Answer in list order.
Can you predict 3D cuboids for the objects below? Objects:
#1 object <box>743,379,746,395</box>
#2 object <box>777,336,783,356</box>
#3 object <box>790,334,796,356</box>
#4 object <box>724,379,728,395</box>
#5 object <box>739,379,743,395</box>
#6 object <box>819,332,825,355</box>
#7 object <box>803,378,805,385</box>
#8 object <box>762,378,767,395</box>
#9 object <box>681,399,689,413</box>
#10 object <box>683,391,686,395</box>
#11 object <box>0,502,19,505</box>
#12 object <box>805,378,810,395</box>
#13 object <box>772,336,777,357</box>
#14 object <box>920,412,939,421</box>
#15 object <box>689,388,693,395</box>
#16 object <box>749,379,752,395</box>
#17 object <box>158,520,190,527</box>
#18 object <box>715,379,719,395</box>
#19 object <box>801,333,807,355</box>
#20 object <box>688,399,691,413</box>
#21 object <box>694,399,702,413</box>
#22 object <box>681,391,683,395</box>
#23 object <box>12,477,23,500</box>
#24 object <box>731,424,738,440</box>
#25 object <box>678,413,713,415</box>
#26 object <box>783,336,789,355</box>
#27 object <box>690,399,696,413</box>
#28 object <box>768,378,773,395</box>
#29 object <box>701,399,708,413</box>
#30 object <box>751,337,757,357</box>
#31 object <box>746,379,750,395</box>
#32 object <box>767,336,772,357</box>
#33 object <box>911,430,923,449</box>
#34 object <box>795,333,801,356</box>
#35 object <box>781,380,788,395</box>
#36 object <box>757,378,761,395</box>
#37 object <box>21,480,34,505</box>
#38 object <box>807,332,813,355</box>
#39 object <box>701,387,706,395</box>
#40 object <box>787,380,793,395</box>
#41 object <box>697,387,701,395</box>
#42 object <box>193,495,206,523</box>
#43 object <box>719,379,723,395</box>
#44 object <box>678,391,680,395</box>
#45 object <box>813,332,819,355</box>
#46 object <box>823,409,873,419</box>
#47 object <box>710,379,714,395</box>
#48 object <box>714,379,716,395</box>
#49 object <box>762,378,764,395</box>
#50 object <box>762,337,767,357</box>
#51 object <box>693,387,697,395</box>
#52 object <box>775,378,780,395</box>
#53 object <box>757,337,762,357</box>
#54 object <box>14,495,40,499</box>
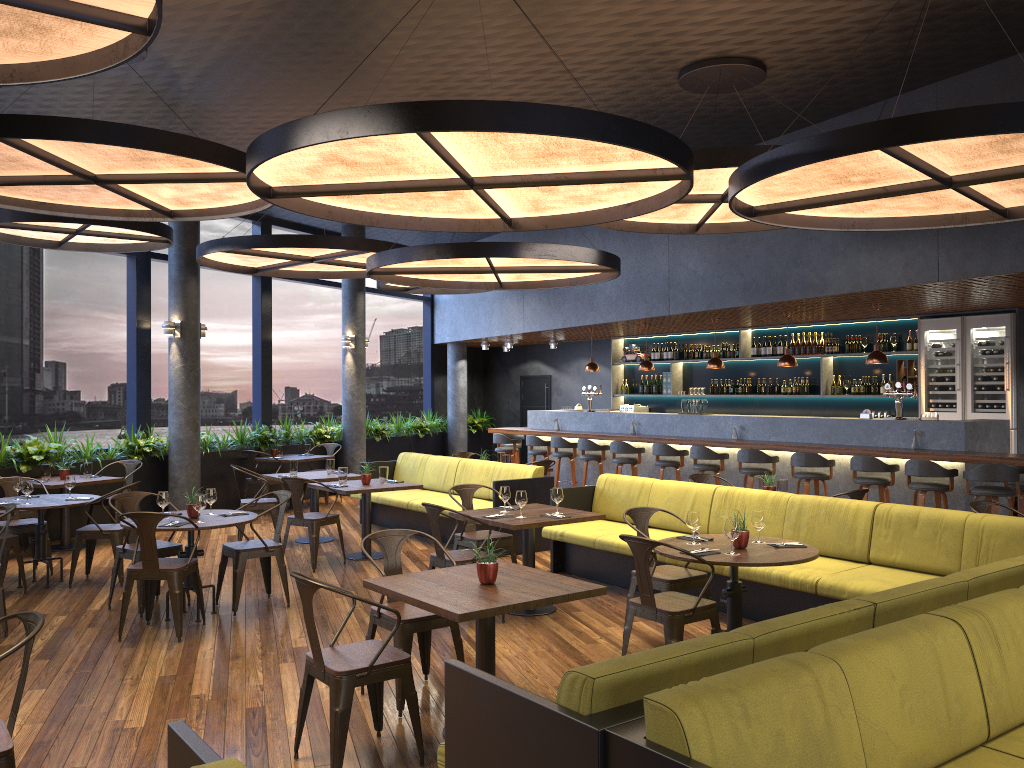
[{"bbox_3d":[3.670,0.044,13.969,0.063,0.254,0.063,0,0,-4],"label":"object"},{"bbox_3d":[4.027,-0.569,13.310,0.085,0.310,0.086,0,0,-3],"label":"object"},{"bbox_3d":[4.156,-0.582,13.119,0.084,0.330,0.084,0,0,-30],"label":"object"},{"bbox_3d":[3.428,0.047,14.211,0.063,0.254,0.063,0,0,-9],"label":"object"},{"bbox_3d":[3.600,0.044,13.927,0.063,0.254,0.063,0,0,-19],"label":"object"},{"bbox_3d":[4.501,-0.585,12.862,0.084,0.330,0.084,0,0,-30],"label":"object"},{"bbox_3d":[4.321,0.036,13.155,0.063,0.254,0.063,0,0,-10],"label":"object"},{"bbox_3d":[3.852,0.040,13.526,0.063,0.254,0.063,0,0,0],"label":"object"},{"bbox_3d":[2.413,0.317,12.369,0.105,0.209,0.105,0,0,-2],"label":"object"},{"bbox_3d":[2.892,0.150,14.868,0.042,0.059,0.042,0,0,15],"label":"object"},{"bbox_3d":[-4.438,1.049,7.774,0.157,0.019,0.255,0,0,30],"label":"object"},{"bbox_3d":[4.345,0.035,13.041,0.063,0.254,0.063,0,0,25],"label":"object"},{"bbox_3d":[4.002,-0.568,13.498,0.085,0.310,0.086,0,0,-26],"label":"object"},{"bbox_3d":[4.496,0.347,9.550,0.177,0.091,0.091,0,0,28],"label":"object"},{"bbox_3d":[2.985,0.119,14.773,0.084,0.119,0.084,0,0,8],"label":"object"},{"bbox_3d":[3.729,0.043,13.879,0.063,0.254,0.063,0,0,25],"label":"object"},{"bbox_3d":[-2.493,1.033,6.571,0.157,0.019,0.255,0,0,6],"label":"object"},{"bbox_3d":[3.300,0.048,14.286,0.063,0.254,0.063,-1,-1,40],"label":"object"},{"bbox_3d":[4.268,-0.583,12.969,0.084,0.330,0.084,0,0,-30],"label":"object"},{"bbox_3d":[2.506,0.317,12.424,0.105,0.209,0.105,0,0,-2],"label":"object"},{"bbox_3d":[2.558,0.315,12.168,0.105,0.209,0.105,0,0,-2],"label":"object"},{"bbox_3d":[2.848,0.150,14.865,0.042,0.059,0.042,0,0,15],"label":"object"},{"bbox_3d":[-4.530,0.958,8.131,0.097,0.206,0.097,-1,-1,40],"label":"object"},{"bbox_3d":[2.874,0.611,11.403,0.114,0.203,0.069,-1,-1,42],"label":"object"},{"bbox_3d":[2.549,0.411,12.314,0.273,0.019,0.437,0,-1,-37],"label":"object"},{"bbox_3d":[4.118,-0.570,13.348,0.085,0.310,0.086,0,0,4],"label":"object"},{"bbox_3d":[2.524,0.316,12.302,0.105,0.209,0.105,0,0,-2],"label":"object"},{"bbox_3d":[3.957,0.040,13.571,0.063,0.254,0.063,0,0,25],"label":"object"},{"bbox_3d":[2.646,0.315,12.243,0.105,0.209,0.105,0,0,-2],"label":"object"},{"bbox_3d":[3.735,-0.566,13.694,0.085,0.310,0.086,0,0,-9],"label":"object"},{"bbox_3d":[3.677,0.043,13.812,0.063,0.254,0.063,0,0,5],"label":"object"},{"bbox_3d":[3.909,-0.568,13.464,0.085,0.310,0.086,0,0,-9],"label":"object"},{"bbox_3d":[4.319,0.592,9.478,0.114,0.203,0.069,0,0,-2],"label":"object"},{"bbox_3d":[4.213,-0.583,13.044,0.084,0.330,0.084,0,0,-30],"label":"object"},{"bbox_3d":[4.080,0.052,13.278,0.088,0.224,0.088,0,0,23],"label":"object"},{"bbox_3d":[3.792,0.041,13.607,0.063,0.254,0.063,0,0,25],"label":"object"},{"bbox_3d":[-4.267,0.955,7.808,0.097,0.206,0.097,0,0,21],"label":"object"},{"bbox_3d":[4.326,-0.584,12.885,0.084,0.330,0.084,0,0,-30],"label":"object"},{"bbox_3d":[3.140,0.116,14.566,0.084,0.119,0.084,0,0,8],"label":"object"},{"bbox_3d":[4.144,0.051,13.192,0.088,0.224,0.088,0,0,-22],"label":"object"},{"bbox_3d":[3.088,0.117,14.636,0.084,0.119,0.084,0,0,8],"label":"object"},{"bbox_3d":[-2.351,0.939,6.671,0.097,0.206,0.097,0,0,-30],"label":"object"},{"bbox_3d":[3.386,0.048,14.336,0.063,0.254,0.063,0,0,10],"label":"object"},{"bbox_3d":[2.821,0.151,14.962,0.042,0.059,0.042,0,0,15],"label":"object"},{"bbox_3d":[4.385,-0.585,12.809,0.084,0.330,0.084,0,0,-30],"label":"object"},{"bbox_3d":[3.855,0.349,10.442,0.200,0.106,0.766,0,-1,-37],"label":"object"},{"bbox_3d":[3.239,0.048,14.367,0.063,0.254,0.063,0,0,25],"label":"object"},{"bbox_3d":[3.311,0.049,14.435,0.063,0.254,0.063,0,-1,-45],"label":"object"},{"bbox_3d":[3.882,0.041,13.672,0.063,0.254,0.063,-1,-1,40],"label":"object"},{"bbox_3d":[3.856,-0.567,13.540,0.085,0.310,0.086,0,0,-3],"label":"object"},{"bbox_3d":[3.036,0.118,14.705,0.084,0.119,0.084,0,0,8],"label":"object"},{"bbox_3d":[4.034,0.039,13.480,0.063,0.254,0.063,0,0,11],"label":"object"},{"bbox_3d":[3.828,-0.566,13.728,0.085,0.310,0.086,0,0,-22],"label":"object"},{"bbox_3d":[-4.533,1.053,8.305,0.255,0.019,0.157,-1,-1,40],"label":"object"}]
